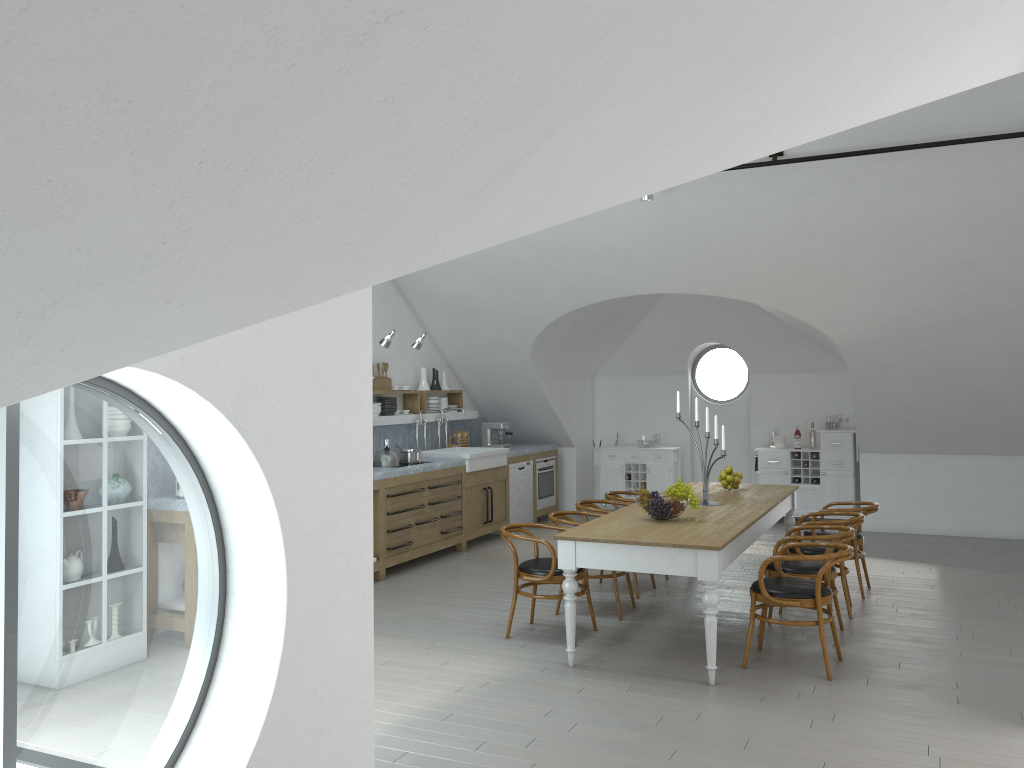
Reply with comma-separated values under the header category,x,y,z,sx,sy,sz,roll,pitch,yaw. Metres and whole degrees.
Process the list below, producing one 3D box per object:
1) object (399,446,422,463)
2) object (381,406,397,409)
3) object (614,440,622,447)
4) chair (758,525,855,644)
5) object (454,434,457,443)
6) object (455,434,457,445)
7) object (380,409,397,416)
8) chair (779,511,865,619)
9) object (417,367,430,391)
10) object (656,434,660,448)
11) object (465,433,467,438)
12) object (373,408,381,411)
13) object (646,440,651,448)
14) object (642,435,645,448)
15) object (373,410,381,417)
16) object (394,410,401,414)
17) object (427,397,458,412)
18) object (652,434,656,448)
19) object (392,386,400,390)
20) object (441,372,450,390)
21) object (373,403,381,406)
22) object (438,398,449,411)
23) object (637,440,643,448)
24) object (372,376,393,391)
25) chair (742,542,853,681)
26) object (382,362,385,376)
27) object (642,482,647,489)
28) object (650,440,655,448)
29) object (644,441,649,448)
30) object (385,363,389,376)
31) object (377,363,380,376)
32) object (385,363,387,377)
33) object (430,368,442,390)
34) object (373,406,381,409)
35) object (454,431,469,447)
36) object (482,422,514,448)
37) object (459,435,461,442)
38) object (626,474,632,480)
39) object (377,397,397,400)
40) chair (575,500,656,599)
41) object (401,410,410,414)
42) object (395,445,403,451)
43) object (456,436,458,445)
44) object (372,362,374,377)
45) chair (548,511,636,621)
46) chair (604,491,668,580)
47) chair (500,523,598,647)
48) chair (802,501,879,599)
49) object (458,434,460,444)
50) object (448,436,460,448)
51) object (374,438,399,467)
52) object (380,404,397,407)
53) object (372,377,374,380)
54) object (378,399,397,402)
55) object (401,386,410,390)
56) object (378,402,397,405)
category,x,y,z,sx,sy,sz,roll,pitch,yaw
object,-1.020,0.728,9.055,0.232,0.170,0.394,-1,-1,5
object,-1.342,0.278,9.545,0.205,0.086,0.205,0,-1,-27
object,1.435,0.786,12.055,0.101,0.138,0.067,-1,-2,25
chair,2.022,1.344,6.056,0.621,0.735,0.527,-1,-2,25
object,-0.689,0.701,10.830,0.040,0.192,0.042,0,-2,-27
object,-0.681,0.704,10.804,0.019,0.196,0.022,-1,-2,13
object,-1.342,0.305,9.545,0.205,0.072,0.205,-1,-1,13
chair,2.346,1.345,6.708,0.621,0.735,0.527,-1,-2,20
object,-1.024,-0.058,10.289,0.156,0.268,0.156,-1,-2,14
object,1.927,0.750,11.688,0.063,0.187,0.063,-1,-2,10
object,-0.576,0.701,11.007,0.040,0.192,0.042,0,-2,-15
object,-1.462,0.286,9.288,0.181,0.065,0.181,0,-1,-27
object,1.815,0.798,11.759,0.094,0.093,0.093,-1,-1,13
object,1.743,0.761,11.738,0.048,0.169,0.048,-1,-2,13
object,-1.462,0.309,9.288,0.181,0.064,0.181,0,-1,-42
object,-1.272,0.315,9.745,0.098,0.049,0.098,-1,-1,23
object,-0.857,0.247,10.583,0.198,0.196,0.656,-1,-1,25
object,1.889,0.754,11.739,0.054,0.179,0.054,-1,-2,2
object,-1.282,0.047,9.740,0.098,0.049,0.098,-1,-1,23
object,-0.822,-0.032,10.732,0.156,0.219,0.156,-1,-2,6
object,-1.461,0.234,9.294,0.181,0.076,0.181,0,-1,-27
object,-0.835,0.244,10.573,0.158,0.160,0.154,0,-2,-37
object,1.686,0.793,11.678,0.081,0.105,0.081,-2,-2,38
object,-1.412,-0.005,9.499,0.084,0.158,0.353,-1,-1,25
chair,1.750,1.342,5.381,0.621,0.735,0.527,-1,-2,28
object,-1.390,-0.084,9.529,0.019,0.299,0.057,-2,-2,25
object,1.767,1.331,11.660,0.082,0.083,0.317,-1,-1,25
object,1.855,0.795,11.677,0.071,0.099,0.071,1,-2,-42
object,1.772,0.802,11.677,0.077,0.085,0.077,-1,-1,13
object,-1.365,-0.083,9.588,0.039,0.298,0.067,-2,-2,25
object,-1.422,-0.084,9.507,0.040,0.299,0.061,-1,-2,23
object,-1.365,-0.082,9.629,0.030,0.294,0.057,-2,-2,25
object,-0.909,-0.058,10.525,0.156,0.268,0.156,-2,-2,29
object,-1.462,0.263,9.292,0.181,0.069,0.181,-1,-1,43
object,-0.626,0.694,10.992,0.104,0.223,0.200,-1,-2,25
object,-0.145,0.648,11.274,0.386,0.321,0.324,-1,-1,25
object,-0.646,0.713,10.823,0.044,0.179,0.019,-1,-2,10
object,1.570,1.231,11.714,0.082,0.085,0.317,-1,-1,26
object,-1.346,0.176,9.555,0.205,0.080,0.205,-1,-1,28
chair,0.844,1.366,7.466,0.621,0.735,0.527,-1,-2,28
object,-1.190,0.316,9.919,0.098,0.049,0.098,-1,-1,23
object,-1.085,0.702,8.998,0.236,0.167,0.051,-1,-2,20
object,-0.666,0.713,10.790,0.019,0.179,0.044,0,-2,-10
object,-1.473,-0.085,9.399,0.027,0.299,0.055,-2,-2,25
chair,0.590,1.364,6.781,0.621,0.735,0.527,-1,-2,22
chair,1.161,1.367,8.116,0.621,0.735,0.527,-1,-2,22
chair,0.227,1.364,6.151,0.621,0.735,0.527,-1,-2,25
chair,2.715,1.345,7.333,0.621,0.735,0.527,-1,-2,28
object,-0.645,0.700,10.809,0.040,0.192,0.042,0,-2,-28
object,-0.711,0.719,10.786,0.100,0.171,0.173,-1,-1,27
object,-1.220,0.662,8.621,0.246,0.268,0.246,-2,-2,35
object,-1.336,0.251,9.546,0.205,0.086,0.205,0,-1,-22
object,-1.536,-0.010,9.216,0.174,0.169,0.168,-1,-1,9
object,-1.343,0.204,9.555,0.205,0.084,0.205,0,-1,-37
object,-1.191,0.047,9.934,0.098,0.049,0.098,-1,-1,23
object,-1.342,0.229,9.550,0.205,0.072,0.205,-1,-1,13
